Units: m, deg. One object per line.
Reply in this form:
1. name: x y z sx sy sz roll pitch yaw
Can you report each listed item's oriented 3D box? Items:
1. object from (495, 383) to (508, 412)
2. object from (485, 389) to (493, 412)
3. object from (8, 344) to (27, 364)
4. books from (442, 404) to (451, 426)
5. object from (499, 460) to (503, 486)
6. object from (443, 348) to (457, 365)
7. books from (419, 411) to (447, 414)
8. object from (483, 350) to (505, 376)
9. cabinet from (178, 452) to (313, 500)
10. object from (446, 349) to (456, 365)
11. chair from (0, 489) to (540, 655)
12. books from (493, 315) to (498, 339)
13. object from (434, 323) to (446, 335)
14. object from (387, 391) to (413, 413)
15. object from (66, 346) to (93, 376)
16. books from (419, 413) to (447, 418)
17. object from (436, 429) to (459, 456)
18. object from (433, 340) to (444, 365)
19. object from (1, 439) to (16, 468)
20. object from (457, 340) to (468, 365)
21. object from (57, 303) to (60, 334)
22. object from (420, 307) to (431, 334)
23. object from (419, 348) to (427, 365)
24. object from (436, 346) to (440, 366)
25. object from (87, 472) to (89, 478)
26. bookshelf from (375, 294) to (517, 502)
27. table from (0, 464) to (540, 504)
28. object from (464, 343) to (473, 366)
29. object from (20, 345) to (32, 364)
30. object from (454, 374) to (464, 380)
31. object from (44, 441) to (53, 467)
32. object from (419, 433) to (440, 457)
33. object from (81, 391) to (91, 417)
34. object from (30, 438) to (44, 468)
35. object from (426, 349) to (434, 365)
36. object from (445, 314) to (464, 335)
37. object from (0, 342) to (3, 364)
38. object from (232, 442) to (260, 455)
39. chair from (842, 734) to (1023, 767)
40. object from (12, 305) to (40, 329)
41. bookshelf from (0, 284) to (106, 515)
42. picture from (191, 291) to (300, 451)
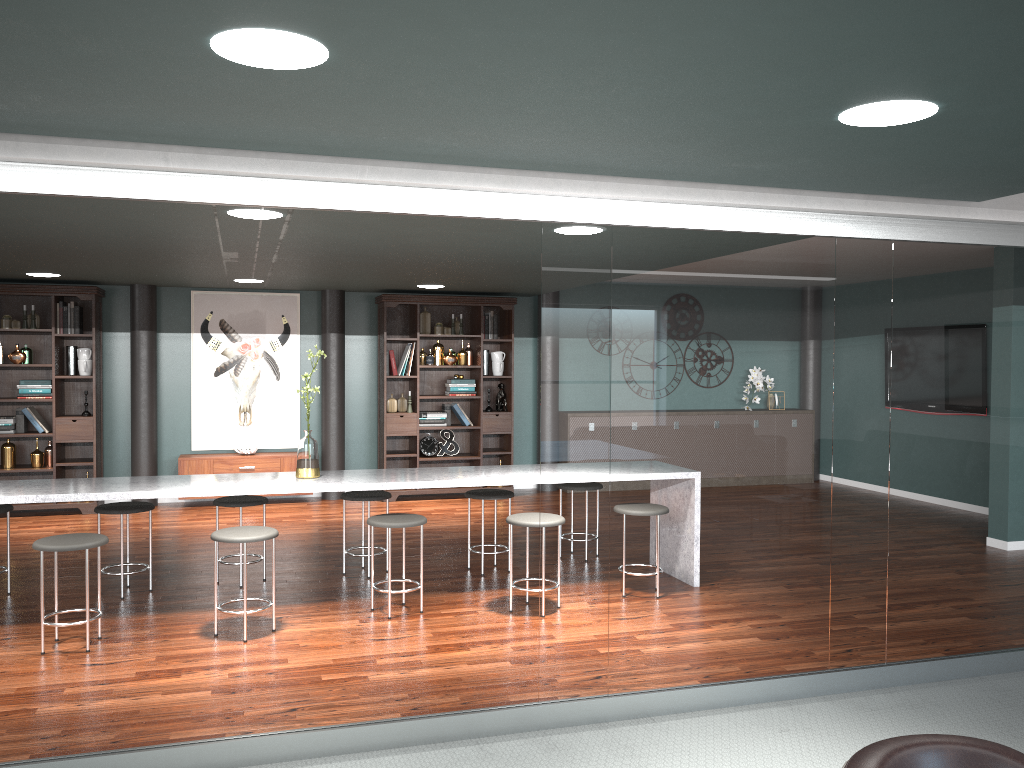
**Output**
1. object: -0.124 0.131 8.975 0.116 0.286 0.215 0 2 -21
2. object: -0.232 0.163 8.927 0.077 0.228 0.077 -1 2 -34
3. object: -4.249 -0.260 7.618 0.144 0.175 0.073 0 2 -15
4. books: -0.659 0.306 8.889 0.063 0.214 0.139 0 2 -17
5. object: -0.116 0.895 8.962 0.108 0.256 0.108 1 2 17
6. object: -0.608 -0.270 8.727 0.144 0.175 0.073 0 2 -15
7. books: -0.797 0.278 8.773 0.268 0.016 0.205 0 2 -17
8. object: -0.189 -0.216 8.993 0.268 0.262 0.137 1 2 23
9. cabinet: -2.512 0.860 8.405 1.200 0.379 0.368 0 2 -17
10. object: -0.605 -0.270 8.856 0.099 0.169 0.099 -1 2 -43
11. chair: -1.129 0.970 5.062 4.029 0.512 1.479 0 2 -17
12. books: -0.190 -0.569 8.950 0.042 0.248 0.194 0 2 -17
13. object: -0.718 -0.547 8.776 0.096 0.126 0.106 1 2 34
14. object: -1.111 0.167 8.687 0.250 0.221 0.186 0 2 -19
15. object: -3.831 -0.206 7.883 0.268 0.262 0.137 1 2 23
16. books: -0.787 0.308 8.777 0.248 0.042 0.194 0 2 -17
17. object: -0.646 0.583 8.898 0.233 0.268 0.051 0 2 -17
18. object: -0.730 -0.310 8.794 0.114 0.251 0.114 1 2 9
19. object: -4.377 0.602 7.710 0.114 0.251 0.114 1 2 9
20. object: -0.490 -0.312 8.812 0.108 0.256 0.108 1 2 17
21. object: -3.972 -0.570 7.798 0.016 0.268 0.205 0 2 -17
22. object: -0.856 -0.621 8.761 0.104 0.273 0.104 1 2 19
23. object: -0.884 -0.271 8.766 0.105 0.172 0.105 0 2 -21
24. object: -0.728 -0.276 8.686 0.040 0.191 0.040 0 2 -8
25. object: -3.757 0.905 7.852 0.108 0.256 0.108 1 2 17
26. bookshelf: -0.664 0.129 8.847 1.339 1.984 0.482 0 2 -17
27. table: -1.140 0.877 4.994 4.577 0.699 0.609 0 2 -17
28. object: -0.437 -0.298 8.926 0.092 0.222 0.092 1 2 17
29. object: -4.246 -0.260 7.747 0.099 0.169 0.099 -1 2 -43
30. object: -0.535 -0.071 8.864 0.104 0.052 0.100 0 2 -13
31. object: -4.083 0.614 7.842 0.092 0.222 0.092 1 2 17
32. object: -0.822 0.601 8.723 0.224 0.238 0.159 0 2 -17
33. object: -3.769 0.172 7.850 0.077 0.228 0.077 -1 2 -34
34. object: -4.137 0.600 7.727 0.108 0.256 0.108 1 2 17
35. object: -0.803 -0.262 8.694 0.079 0.161 0.080 1 2 9
36. object: -0.587 -0.595 8.826 0.196 0.221 0.184 0 2 -17
37. object: -4.369 -0.266 7.577 0.040 0.191 0.040 0 2 -8
38. object: -2.521 0.614 8.414 0.245 0.112 0.261 0 2 -10
39. chair: 0.698 0.961 1.216 0.533 0.761 0.523 -1 2 -35
40. object: -4.228 -0.585 7.717 0.196 0.221 0.184 0 2 -17
41. bookshelf: -4.305 0.139 7.738 1.339 1.984 0.482 0 2 -17
42. picture: -2.557 -0.127 8.545 1.002 1.512 0.031 0 2 -17
